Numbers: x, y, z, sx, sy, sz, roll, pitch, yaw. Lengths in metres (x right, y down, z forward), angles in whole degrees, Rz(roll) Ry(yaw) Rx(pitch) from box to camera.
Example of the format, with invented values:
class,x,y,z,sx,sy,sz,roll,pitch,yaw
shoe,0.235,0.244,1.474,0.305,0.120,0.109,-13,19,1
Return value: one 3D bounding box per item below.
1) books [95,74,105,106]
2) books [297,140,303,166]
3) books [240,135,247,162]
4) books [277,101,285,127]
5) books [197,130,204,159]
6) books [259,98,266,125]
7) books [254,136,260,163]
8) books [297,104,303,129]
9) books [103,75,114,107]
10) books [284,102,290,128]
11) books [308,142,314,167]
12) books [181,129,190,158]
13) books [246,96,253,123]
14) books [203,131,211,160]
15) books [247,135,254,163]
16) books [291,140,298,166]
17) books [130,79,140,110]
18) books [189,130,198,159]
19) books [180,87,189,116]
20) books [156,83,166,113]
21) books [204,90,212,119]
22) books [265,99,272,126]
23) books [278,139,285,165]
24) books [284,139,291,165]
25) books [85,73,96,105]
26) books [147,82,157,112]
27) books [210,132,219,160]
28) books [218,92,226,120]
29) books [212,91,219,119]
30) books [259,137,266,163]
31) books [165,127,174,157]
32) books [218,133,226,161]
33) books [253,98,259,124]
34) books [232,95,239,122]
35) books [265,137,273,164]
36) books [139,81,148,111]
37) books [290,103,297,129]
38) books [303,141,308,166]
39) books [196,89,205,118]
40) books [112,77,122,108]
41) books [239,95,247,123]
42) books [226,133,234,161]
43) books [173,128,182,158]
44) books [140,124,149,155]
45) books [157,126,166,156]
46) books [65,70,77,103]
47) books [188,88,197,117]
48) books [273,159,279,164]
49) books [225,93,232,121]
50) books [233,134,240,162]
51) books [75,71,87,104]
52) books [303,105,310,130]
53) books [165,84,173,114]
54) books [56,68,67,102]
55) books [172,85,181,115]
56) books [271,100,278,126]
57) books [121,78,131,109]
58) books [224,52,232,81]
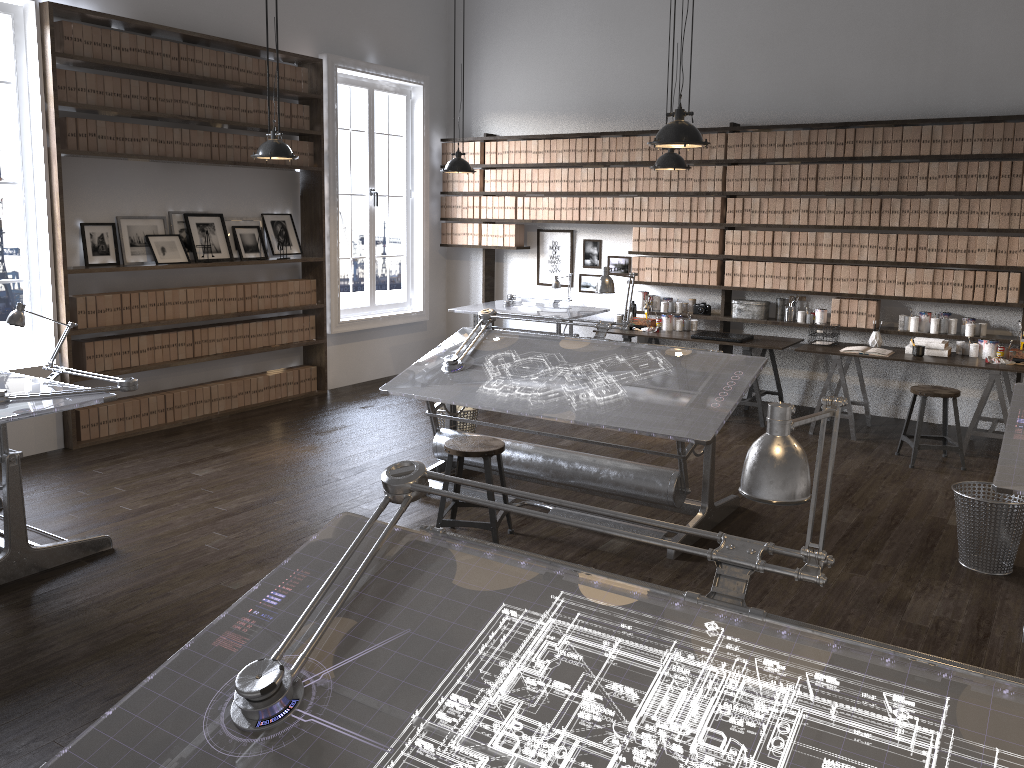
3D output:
class,x,y,z,sx,sy,sz,roll,pitch,yaw
books,-2.952,-2.056,6.231,0.175,0.224,0.067,7,10,32
books,-1.932,-2.034,7.831,0.175,0.224,0.067,7,10,32
books,-2.274,-1.941,7.320,0.175,0.224,0.067,7,10,32
books,-2.042,-2.309,7.617,0.175,0.224,0.067,7,10,32
books,-2.505,-1.875,6.963,0.175,0.224,0.067,7,10,32
books,-2.154,-2.277,7.442,0.175,0.224,0.067,7,10,32
books,-2.200,-1.961,7.431,0.175,0.224,0.067,7,10,32
books,-1.926,-2.343,7.802,0.175,0.224,0.067,7,10,32
books,-2.912,-2.065,6.284,0.175,0.224,0.067,7,10,33
books,-2.007,-2.321,7.678,0.175,0.224,0.067,7,10,32
books,-1.865,-2.055,7.945,0.175,0.224,0.067,7,10,33
books,-2.575,-1.854,6.848,0.175,0.224,0.067,7,10,32
books,-2.228,-2.258,7.335,0.175,0.224,0.067,7,10,33
books,-2.472,-1.885,7.019,0.175,0.224,0.067,7,10,33
books,-2.233,-1.950,7.373,0.175,0.224,0.067,7,10,33
books,-1.969,-2.024,7.776,0.175,0.224,0.067,7,10,33
books,-2.799,-2.097,6.459,0.175,0.224,0.067,7,10,33
books,-2.536,-1.865,6.908,0.175,0.224,0.067,7,10,33
books,-2.568,-2.161,6.808,0.175,0.224,0.067,7,10,32
books,-2.683,-2.131,6.645,0.175,0.224,0.067,7,10,33
books,-2.452,-2.195,6.993,0.175,0.224,0.067,7,10,32
books,-2.123,-2.288,7.501,0.175,0.224,0.067,7,10,33
books,-2.052,-2.003,7.661,0.175,0.224,0.067,7,10,32
books,-2.011,-2.013,7.717,0.175,0.224,0.067,7,10,33
books,-2.985,-2.046,6.178,0.175,0.224,0.067,7,10,32
books,-2.719,-2.119,6.580,0.175,0.224,0.067,7,10,32
books,-2.427,-1.896,7.078,0.175,0.224,0.067,7,10,32
books,-2.379,-2.214,7.099,0.175,0.224,0.067,7,10,33
books,-2.419,-2.205,7.046,0.175,0.224,0.067,7,10,32
books,-2.165,-1.970,7.482,0.175,0.224,0.067,7,10,32
books,-2.659,-1.833,6.734,0.175,0.224,0.067,7,10,33
books,-2.390,-1.908,7.143,0.175,0.224,0.067,7,10,33
books,-2.195,-2.268,7.388,0.175,0.224,0.067,7,10,33
books,-2.307,-2.236,7.218,0.175,0.224,0.067,7,10,33
books,-2.124,-1.981,7.541,0.175,0.224,0.067,7,10,33
books,-2.765,-2.109,6.521,0.175,0.224,0.067,7,10,33
books,-1.962,-2.331,7.738,0.175,0.224,0.067,7,10,33
books,-1.902,-2.044,7.886,0.175,0.224,0.067,7,10,33
books,-2.490,-2.184,6.931,0.175,0.224,0.067,7,10,33
books,-2.880,-2.076,6.343,0.175,0.224,0.067,7,10,32
books,-2.265,-2.247,7.274,0.175,0.224,0.067,7,10,32
books,-2.348,-1.918,7.200,0.175,0.224,0.067,7,10,33
books,-2.617,-1.843,6.790,0.175,0.224,0.067,7,10,32
books,-2.771,-1.800,6.555,0.175,0.224,0.067,7,10,33
books,-2.695,-1.822,6.675,0.175,0.224,0.067,7,10,33
books,-3.064,-2.024,6.060,0.175,0.224,0.067,7,10,32
books,-2.532,-2.173,6.870,0.175,0.224,0.067,7,10,32
books,-2.089,-1.992,7.602,0.175,0.224,0.067,7,10,32
books,-2.347,-2.226,7.161,0.175,0.224,0.067,7,10,33
books,-2.313,-1.930,7.261,0.175,0.224,0.067,7,10,32
books,-3.023,-2.035,6.116,0.175,0.224,0.067,7,10,33
books,-1.883,-2.355,7.864,0.175,0.224,0.067,7,10,33
books,-2.646,-2.141,6.698,0.175,0.224,0.067,7,10,32
books,-3.104,-2.014,6.003,0.175,0.224,0.067,7,10,32
books,-2.608,-2.150,6.748,0.175,0.224,0.067,7,10,33
books,-2.084,-2.299,7.560,0.175,0.224,0.067,7,10,33
books,-2.841,-2.087,6.402,0.175,0.224,0.067,7,10,32
books,-2.335,-2.540,7.121,0.175,0.224,0.067,7,10,33
